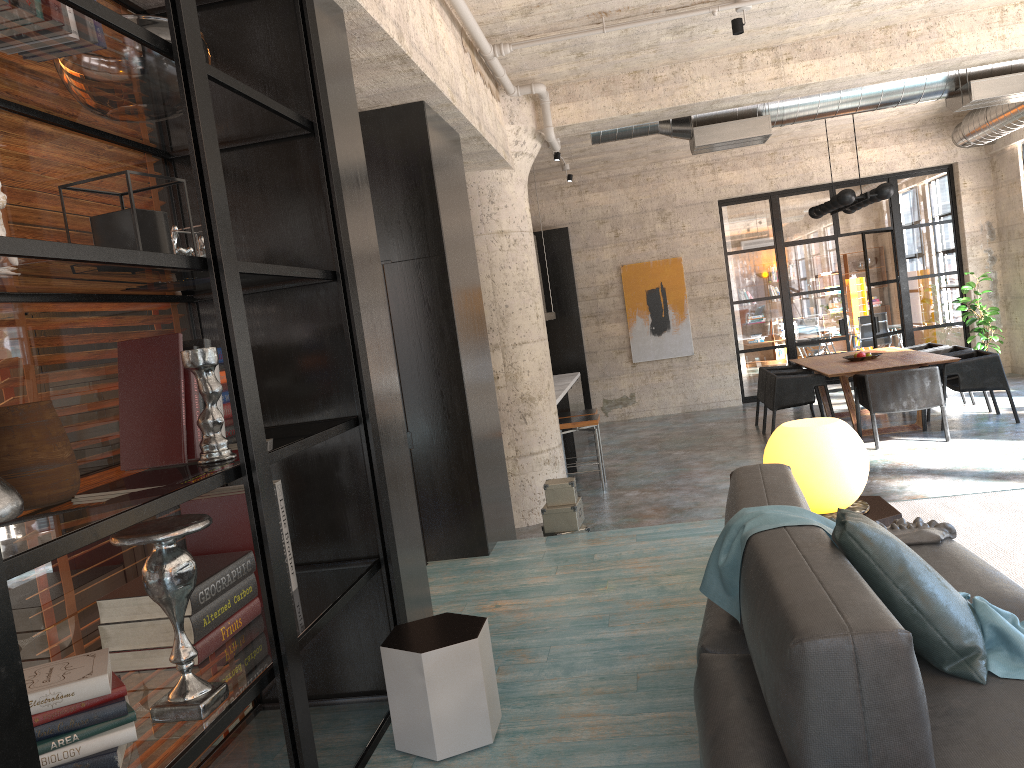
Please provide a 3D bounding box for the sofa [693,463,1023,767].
[{"bbox_3d":[0.971,0.662,2.351,1.019,0.680,2.063,-7,4,9],"label":"sofa"}]

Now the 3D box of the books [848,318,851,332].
[{"bbox_3d":[7.277,-1.296,19.140,0.116,0.330,0.255,-7,4,9],"label":"books"}]

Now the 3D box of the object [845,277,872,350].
[{"bbox_3d":[7.007,-1.315,17.885,0.304,1.640,0.342,-7,4,9],"label":"object"}]

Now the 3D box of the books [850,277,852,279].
[{"bbox_3d":[7.266,-2.122,19.063,0.055,0.326,0.255,-7,4,9],"label":"books"}]

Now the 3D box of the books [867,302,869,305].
[{"bbox_3d":[7.604,-1.730,19.070,0.326,0.055,0.255,-7,4,9],"label":"books"}]

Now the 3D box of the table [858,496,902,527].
[{"bbox_3d":[1.415,0.716,3.932,0.616,0.230,1.044,-7,4,9],"label":"table"}]

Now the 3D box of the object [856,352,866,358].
[{"bbox_3d":[4.032,-0.334,10.165,0.219,0.097,0.100,-11,5,-38],"label":"object"}]

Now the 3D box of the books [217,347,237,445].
[{"bbox_3d":[-1.017,0.052,2.796,0.303,0.303,0.378,-7,4,10],"label":"books"}]

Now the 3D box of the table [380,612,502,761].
[{"bbox_3d":[-0.225,0.966,2.872,0.365,0.340,0.316,-5,5,39],"label":"table"}]

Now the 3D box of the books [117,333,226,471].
[{"bbox_3d":[-0.959,0.040,2.496,0.216,0.354,0.256,-7,4,9],"label":"books"}]

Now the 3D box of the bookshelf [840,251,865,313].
[{"bbox_3d":[6.442,-1.604,19.216,3.034,2.179,0.366,-7,4,9],"label":"bookshelf"}]

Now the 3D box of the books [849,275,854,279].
[{"bbox_3d":[7.307,-2.154,19.053,0.036,0.379,0.244,-7,4,9],"label":"books"}]

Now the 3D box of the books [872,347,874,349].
[{"bbox_3d":[7.714,-0.951,19.115,0.069,0.381,0.244,-7,4,9],"label":"books"}]

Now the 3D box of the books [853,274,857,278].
[{"bbox_3d":[7.393,-2.167,19.063,0.101,0.380,0.244,-7,4,9],"label":"books"}]

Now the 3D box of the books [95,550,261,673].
[{"bbox_3d":[-0.930,0.634,2.514,0.274,0.197,0.393,-7,4,9],"label":"books"}]

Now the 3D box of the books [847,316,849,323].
[{"bbox_3d":[7.213,-1.298,19.154,0.098,0.351,0.272,-7,4,9],"label":"books"}]

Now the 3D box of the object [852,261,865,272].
[{"bbox_3d":[7.508,-2.525,18.980,0.434,0.217,0.430,-8,4,6],"label":"object"}]

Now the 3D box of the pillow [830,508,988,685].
[{"bbox_3d":[0.980,0.469,2.255,0.320,0.393,0.670,-7,4,15],"label":"pillow"}]

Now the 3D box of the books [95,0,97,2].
[{"bbox_3d":[-1.080,-0.915,1.971,0.221,0.298,0.258,-7,4,9],"label":"books"}]

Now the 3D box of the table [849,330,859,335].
[{"bbox_3d":[6.134,-0.559,15.535,1.800,0.721,0.800,-7,4,9],"label":"table"}]

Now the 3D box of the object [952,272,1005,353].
[{"bbox_3d":[6.532,-0.800,12.364,0.514,1.552,0.886,-8,4,6],"label":"object"}]

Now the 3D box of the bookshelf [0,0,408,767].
[{"bbox_3d":[-1.027,0.042,1.753,0.628,2.571,2.900,-7,4,9],"label":"bookshelf"}]

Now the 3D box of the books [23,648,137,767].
[{"bbox_3d":[-0.941,0.690,1.817,0.306,0.188,0.257,-10,5,-26],"label":"books"}]

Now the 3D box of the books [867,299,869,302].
[{"bbox_3d":[7.580,-1.783,19.068,0.326,0.055,0.255,-7,4,19],"label":"books"}]

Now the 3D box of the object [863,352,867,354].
[{"bbox_3d":[4.061,-0.338,10.231,0.110,0.082,0.088,-12,5,-41],"label":"object"}]

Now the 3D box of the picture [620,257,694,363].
[{"bbox_3d":[2.209,-1.120,13.490,0.928,1.494,0.029,-7,4,9],"label":"picture"}]

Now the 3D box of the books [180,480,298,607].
[{"bbox_3d":[-0.867,0.518,2.848,0.277,0.362,0.191,-8,4,4],"label":"books"}]

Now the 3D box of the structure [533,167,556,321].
[{"bbox_3d":[-0.042,-1.724,10.230,0.538,2.100,3.117,-7,4,9],"label":"structure"}]

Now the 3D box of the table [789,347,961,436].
[{"bbox_3d":[4.110,0.086,10.244,1.299,0.756,2.410,-7,4,9],"label":"table"}]

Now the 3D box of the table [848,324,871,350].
[{"bbox_3d":[6.191,-0.703,17.426,1.800,0.721,0.800,-7,4,9],"label":"table"}]

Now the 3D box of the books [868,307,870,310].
[{"bbox_3d":[7.637,-1.622,19.064,0.326,0.055,0.255,-7,4,11],"label":"books"}]
